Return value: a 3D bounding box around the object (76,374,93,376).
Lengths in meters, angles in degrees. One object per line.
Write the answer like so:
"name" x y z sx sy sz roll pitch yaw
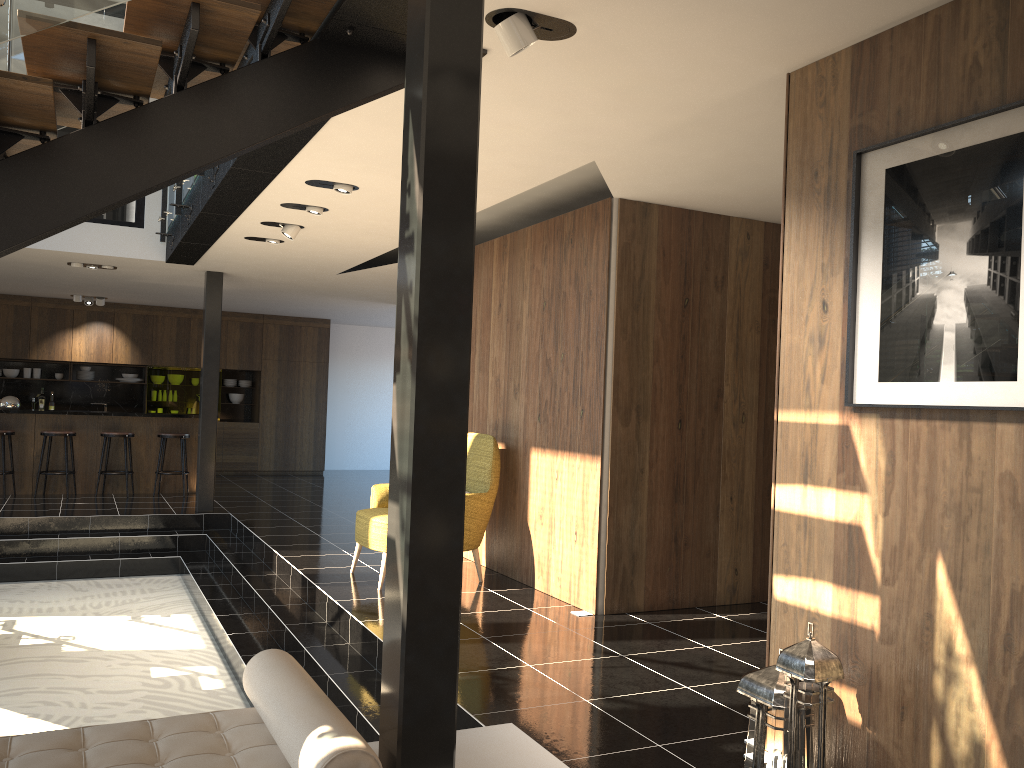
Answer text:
"object" -6.913 -0.138 14.366 0.269 0.024 0.269 2 -1 12

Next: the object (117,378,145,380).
"object" -6.286 -0.070 14.597 0.438 0.039 0.438 2 -1 10

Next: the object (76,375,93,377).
"object" -6.913 -0.121 14.366 0.269 0.024 0.269 2 -1 12

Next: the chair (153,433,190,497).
"chair" -4.357 1.033 11.384 0.412 0.799 0.412 2 -1 -17

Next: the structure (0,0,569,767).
"structure" -1.410 0.253 2.114 3.782 3.244 1.149 3 -1 -26

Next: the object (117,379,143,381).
"object" -6.286 -0.056 14.597 0.438 0.039 0.438 2 -1 10

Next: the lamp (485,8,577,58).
"lamp" 0.070 -1.289 3.173 0.346 0.262 0.195 3 -1 -26

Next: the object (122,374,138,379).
"object" -6.287 -0.118 14.598 0.254 0.088 0.254 2 -1 -1

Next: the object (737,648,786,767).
"object" 0.973 1.202 3.209 0.262 0.483 0.262 3 -1 -26

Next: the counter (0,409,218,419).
"counter" -5.641 0.362 11.247 3.574 0.041 0.698 3 -1 -26

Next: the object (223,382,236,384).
"object" -4.859 -0.006 15.280 0.220 0.033 0.220 3 -1 -16

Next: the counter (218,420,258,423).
"counter" -6.511 0.554 14.314 4.592 0.005 0.862 3 -1 -26

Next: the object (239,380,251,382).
"object" -4.629 -0.040 15.392 0.220 0.033 0.220 3 -2 -43

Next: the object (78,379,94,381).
"object" -6.915 -0.066 14.366 0.269 0.024 0.269 2 -1 12

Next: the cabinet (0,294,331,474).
"cabinet" -6.494 0.068 14.312 6.894 2.690 0.869 3 -1 -26

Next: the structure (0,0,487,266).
"structure" -3.117 -0.141 5.493 3.448 4.867 7.279 3 -1 -27

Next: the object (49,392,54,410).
"object" -7.359 0.319 14.176 0.077 0.395 0.077 2 -1 16

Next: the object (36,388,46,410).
"object" -7.497 0.283 14.100 0.133 0.451 0.116 2 -1 -26

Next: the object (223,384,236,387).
"object" -4.860 0.030 15.280 0.220 0.033 0.220 3 -1 -16

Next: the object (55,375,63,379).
"object" -7.221 -0.105 14.138 0.122 0.072 0.122 2 -1 -1

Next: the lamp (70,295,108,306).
"lamp" -6.307 -1.310 13.228 0.502 0.280 0.349 3 -1 -26

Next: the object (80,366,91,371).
"object" -6.911 -0.236 14.365 0.168 0.087 0.168 2 -1 -6

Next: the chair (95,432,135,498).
"chair" -4.950 1.004 11.095 0.412 0.799 0.412 2 -1 -17

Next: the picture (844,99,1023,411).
"picture" 1.377 -0.376 2.831 0.028 0.911 0.748 2 -1 -26

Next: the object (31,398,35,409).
"object" -7.588 0.361 14.052 0.058 0.287 0.058 2 -1 -13

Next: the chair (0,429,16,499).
"chair" -6.136 0.946 10.516 0.412 0.799 0.412 2 -1 -17

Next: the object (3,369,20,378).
"object" -7.821 -0.161 13.845 0.234 0.138 0.234 2 -1 -6

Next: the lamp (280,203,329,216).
"lamp" -1.491 -1.318 6.386 0.346 0.177 0.195 3 -1 -26

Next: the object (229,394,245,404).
"object" -4.765 0.255 15.339 0.264 0.170 0.264 1 -1 39

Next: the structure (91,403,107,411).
"structure" -6.577 0.429 14.124 0.243 0.231 0.173 3 -1 -26

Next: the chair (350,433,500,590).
"chair" -0.644 0.915 6.710 1.031 1.097 0.807 3 -1 -27

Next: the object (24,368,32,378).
"object" -7.609 -0.170 13.922 0.109 0.161 0.109 3 -1 -43

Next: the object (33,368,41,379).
"object" -7.489 -0.164 13.981 0.109 0.161 0.109 2 -1 -13

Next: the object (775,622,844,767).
"object" 0.987 1.117 2.959 0.182 0.642 0.182 2 -1 -26

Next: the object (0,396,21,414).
"object" -6.118 0.256 10.808 0.227 0.228 0.227 2 -1 25

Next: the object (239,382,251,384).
"object" -4.630 -0.007 15.392 0.220 0.033 0.220 3 -2 -43

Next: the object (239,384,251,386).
"object" -4.631 0.028 15.392 0.220 0.033 0.220 3 -2 -43

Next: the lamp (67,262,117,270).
"lamp" -4.661 -1.368 9.855 0.502 0.194 0.349 3 -1 -26

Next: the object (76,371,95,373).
"object" -6.911 -0.184 14.367 0.269 0.024 0.269 2 -1 12

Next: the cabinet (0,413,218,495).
"cabinet" -5.659 0.880 11.243 3.565 0.994 0.698 3 -1 -26

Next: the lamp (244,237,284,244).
"lamp" -2.171 -1.321 7.780 0.346 0.158 0.195 3 -1 -26

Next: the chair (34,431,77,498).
"chair" -5.543 0.975 10.805 0.412 0.799 0.412 2 -1 -17

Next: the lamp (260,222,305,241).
"lamp" -1.832 -1.280 7.082 0.346 0.247 0.195 3 -1 -26

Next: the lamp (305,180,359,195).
"lamp" -1.151 -1.321 5.688 0.346 0.177 0.195 3 -1 -26

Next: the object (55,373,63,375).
"object" -7.220 -0.130 14.138 0.122 0.072 0.122 2 -1 -1

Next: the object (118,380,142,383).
"object" -6.287 -0.043 14.597 0.438 0.039 0.438 2 -1 10

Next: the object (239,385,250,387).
"object" -4.632 0.041 15.391 0.220 0.033 0.220 3 -2 -43
